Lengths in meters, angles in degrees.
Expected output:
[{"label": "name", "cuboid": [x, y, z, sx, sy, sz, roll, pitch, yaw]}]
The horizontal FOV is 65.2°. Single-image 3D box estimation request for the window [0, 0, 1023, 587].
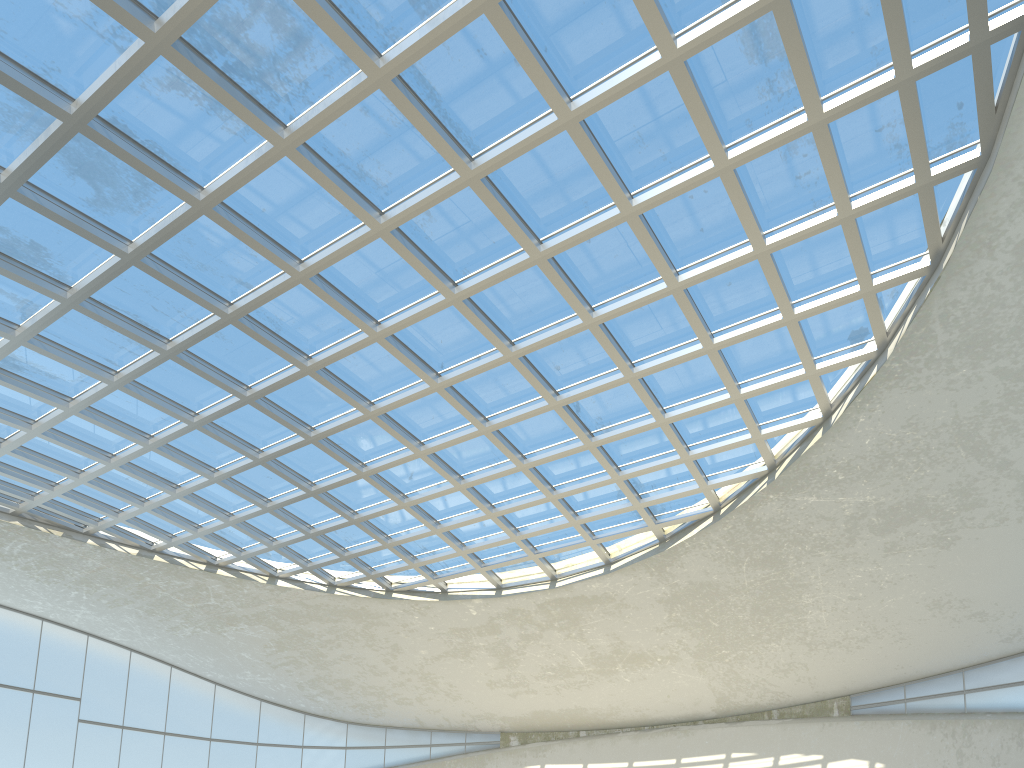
[{"label": "window", "cuboid": [-17.531, -1.096, 41.677, 80.786, 9.897, 86.921, -18, -37, 28]}]
